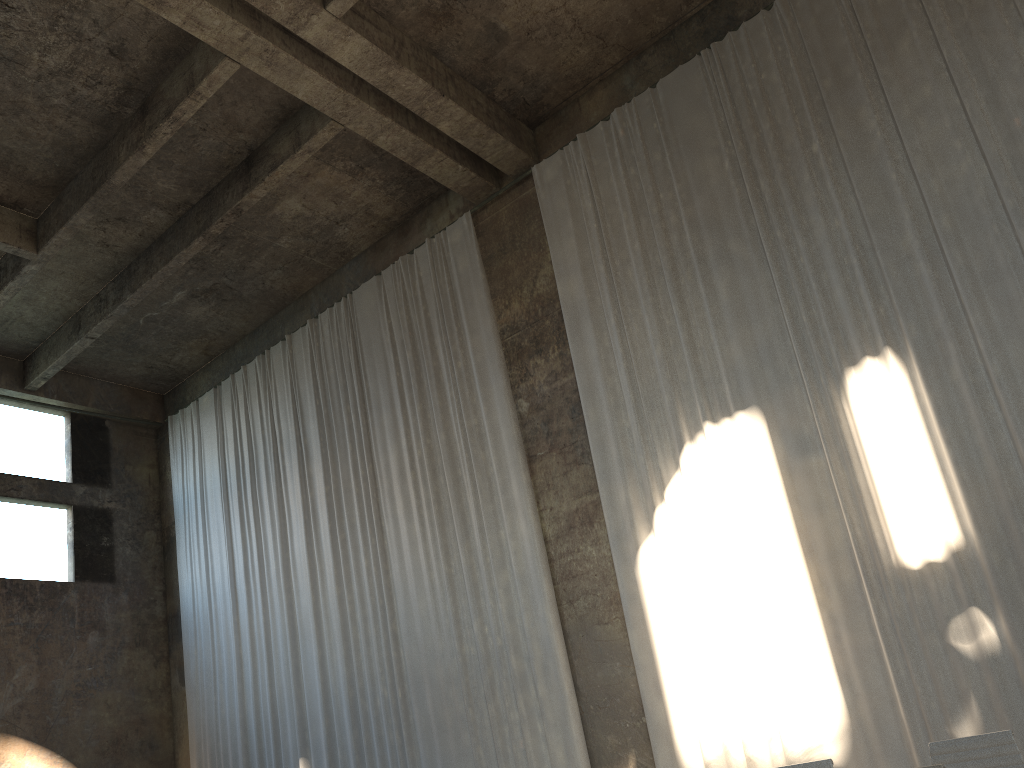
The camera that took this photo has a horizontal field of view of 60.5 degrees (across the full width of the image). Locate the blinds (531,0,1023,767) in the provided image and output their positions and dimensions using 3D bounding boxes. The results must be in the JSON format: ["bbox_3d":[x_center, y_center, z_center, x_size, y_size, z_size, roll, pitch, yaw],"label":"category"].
[{"bbox_3d":[3.897,-0.451,8.058,8.034,8.300,0.278,-26,-23,35],"label":"blinds"}]

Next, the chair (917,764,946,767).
[{"bbox_3d":[1.550,1.883,3.134,0.706,0.984,0.687,9,-28,-43],"label":"chair"}]

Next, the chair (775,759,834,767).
[{"bbox_3d":[1.628,2.615,4.785,0.682,0.984,0.711,-24,-24,32],"label":"chair"}]

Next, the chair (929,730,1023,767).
[{"bbox_3d":[2.347,2.249,4.269,0.685,0.984,0.707,-27,-26,38],"label":"chair"}]

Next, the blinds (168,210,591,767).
[{"bbox_3d":[-2.721,2.973,12.939,8.021,8.300,0.279,-25,-23,33],"label":"blinds"}]
